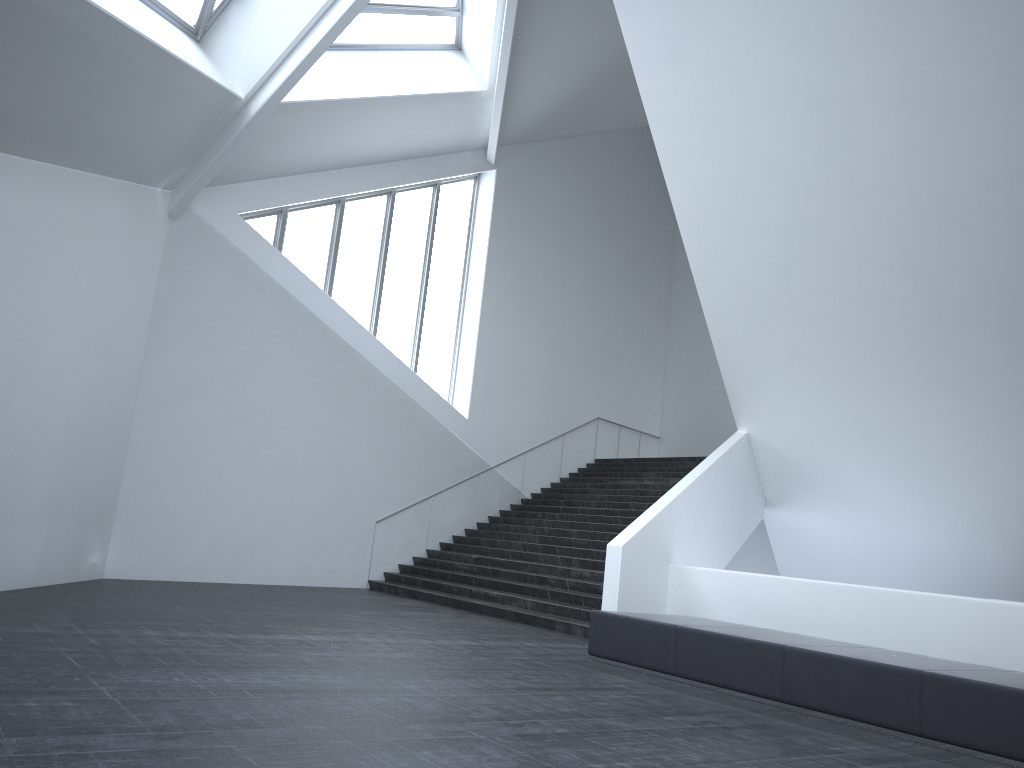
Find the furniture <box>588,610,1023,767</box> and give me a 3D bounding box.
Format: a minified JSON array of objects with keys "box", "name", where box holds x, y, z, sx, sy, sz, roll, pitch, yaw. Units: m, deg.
[{"box":[3.054,2.451,6.958,1.488,0.580,5.742,13,-12,-35],"name":"furniture"}]
